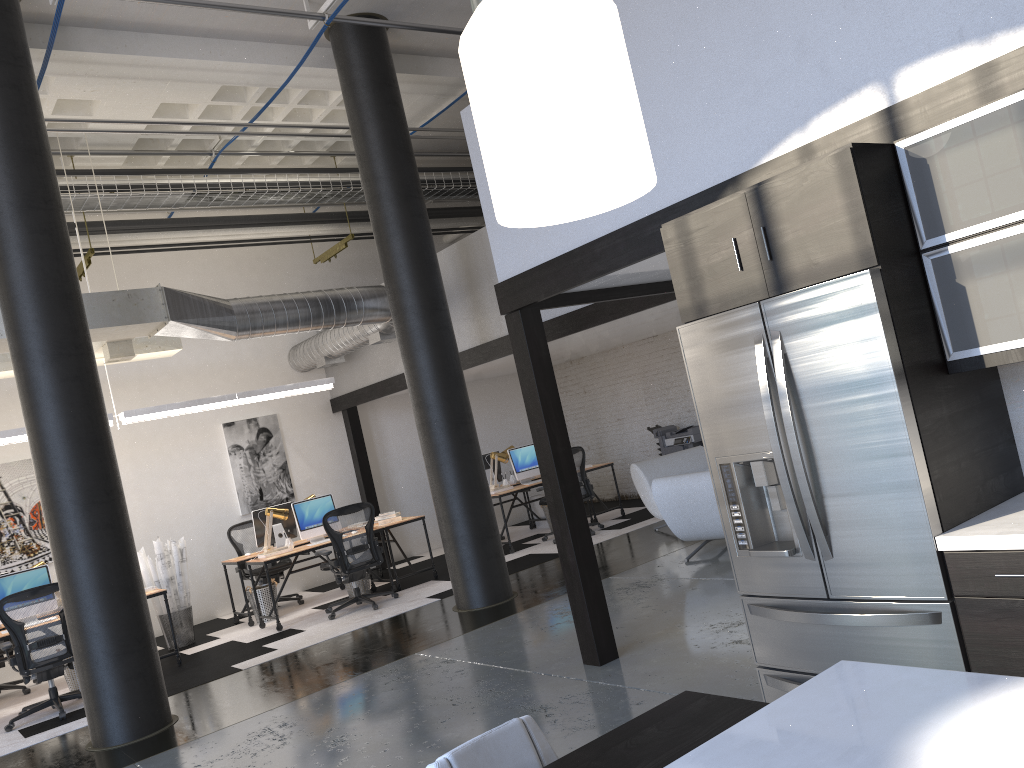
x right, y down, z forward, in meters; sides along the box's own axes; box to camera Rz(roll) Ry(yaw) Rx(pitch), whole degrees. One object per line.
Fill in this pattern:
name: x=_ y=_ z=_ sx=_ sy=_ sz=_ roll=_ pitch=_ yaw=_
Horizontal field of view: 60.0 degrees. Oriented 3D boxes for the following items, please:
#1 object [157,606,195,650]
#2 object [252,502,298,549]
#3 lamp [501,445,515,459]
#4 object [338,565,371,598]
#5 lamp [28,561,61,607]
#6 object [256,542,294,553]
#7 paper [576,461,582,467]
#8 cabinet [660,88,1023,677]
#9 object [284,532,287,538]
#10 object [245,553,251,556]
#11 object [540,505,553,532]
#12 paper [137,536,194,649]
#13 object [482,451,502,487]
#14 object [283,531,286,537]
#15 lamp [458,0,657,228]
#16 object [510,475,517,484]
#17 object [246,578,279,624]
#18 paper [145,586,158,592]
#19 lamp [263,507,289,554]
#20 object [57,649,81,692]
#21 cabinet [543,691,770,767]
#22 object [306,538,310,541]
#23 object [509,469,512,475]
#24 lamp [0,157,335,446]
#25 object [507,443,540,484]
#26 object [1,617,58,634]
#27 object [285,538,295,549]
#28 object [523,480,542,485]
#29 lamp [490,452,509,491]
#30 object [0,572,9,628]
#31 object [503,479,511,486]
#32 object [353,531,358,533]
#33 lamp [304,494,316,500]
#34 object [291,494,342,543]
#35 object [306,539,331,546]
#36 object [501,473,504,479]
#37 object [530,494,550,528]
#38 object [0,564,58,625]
object: x=-3.530 y=2.589 z=9.378 sx=0.353 sy=0.398 sz=0.353 roll=-13 pitch=-2 yaw=8
object: x=-2.665 y=1.622 z=10.032 sx=0.483 sy=0.485 sz=0.190 roll=-11 pitch=-2 yaw=-37
lamp: x=0.015 y=1.076 z=12.115 sx=0.344 sy=0.470 sz=0.128 roll=-11 pitch=-2 yaw=-37
object: x=-1.755 y=2.182 z=9.974 sx=0.358 sy=0.435 sz=0.354 roll=-11 pitch=-3 yaw=-40
lamp: x=-4.572 y=1.963 z=8.633 sx=0.344 sy=0.470 sz=0.128 roll=-11 pitch=-2 yaw=-37
object: x=-2.723 y=1.882 z=10.219 sx=0.438 sy=0.017 sz=0.119 roll=-11 pitch=-3 yaw=-37
paper: x=0.703 y=1.149 z=11.973 sx=0.083 sy=0.082 sz=1.133 roll=-14 pitch=-3 yaw=28
cabinet: x=0.902 y=0.271 z=0.953 sx=4.225 sy=2.314 sz=4.283 roll=-11 pitch=-3 yaw=-37
object: x=-2.437 y=1.693 z=9.610 sx=0.054 sy=0.207 sz=0.008 roll=-14 pitch=-2 yaw=40
object: x=-2.986 y=1.926 z=10.028 sx=0.059 sy=0.029 sz=0.106 roll=-11 pitch=-3 yaw=-36
object: x=0.586 y=1.727 z=11.685 sx=0.358 sy=0.435 sz=0.354 roll=-11 pitch=-3 yaw=-40
paper: x=-3.629 y=2.188 z=9.367 sx=0.413 sy=1.197 sz=0.440 roll=-14 pitch=-2 yaw=31
object: x=-0.325 y=1.166 z=11.742 sx=0.483 sy=0.485 sz=0.190 roll=-11 pitch=-2 yaw=-37
object: x=-2.434 y=1.692 z=9.598 sx=0.054 sy=0.207 sz=0.008 roll=-13 pitch=-2 yaw=18
lamp: x=-0.029 y=-0.415 z=0.554 sx=0.100 sy=0.623 sz=0.100 roll=-12 pitch=-2 yaw=-31
object: x=0.015 y=1.280 z=11.891 sx=0.101 sy=0.126 sz=0.101 roll=-13 pitch=-2 yaw=8
object: x=-2.733 y=2.396 z=9.782 sx=0.358 sy=0.435 sz=0.354 roll=-11 pitch=-3 yaw=-40
paper: x=-3.802 y=2.041 z=8.593 sx=0.567 sy=0.061 sz=0.627 roll=-11 pitch=-3 yaw=-39
lamp: x=-2.505 y=1.528 z=9.393 sx=0.344 sy=0.470 sz=0.126 roll=-11 pitch=-2 yaw=-37
object: x=-4.001 y=2.614 z=8.202 sx=0.358 sy=0.435 sz=0.354 roll=-11 pitch=-3 yaw=-40
cabinet: x=-0.169 y=1.219 z=0.618 sx=2.687 sy=0.910 sz=1.373 roll=-11 pitch=-3 yaw=-37
object: x=-2.326 y=1.735 z=10.181 sx=0.101 sy=0.126 sz=0.101 roll=-13 pitch=-2 yaw=8
object: x=-0.001 y=1.240 z=11.879 sx=0.008 sy=0.207 sz=0.054 roll=-14 pitch=-2 yaw=36
lamp: x=-5.293 y=-0.743 z=8.339 sx=7.291 sy=2.863 sz=0.226 roll=-11 pitch=-2 yaw=-37
object: x=0.187 y=1.039 z=11.476 sx=0.483 sy=0.485 sz=0.190 roll=-11 pitch=-2 yaw=-37
object: x=-4.240 y=2.120 z=7.794 sx=0.438 sy=0.017 sz=0.119 roll=-11 pitch=-3 yaw=-37
object: x=-2.414 y=1.730 z=9.606 sx=0.101 sy=0.126 sz=0.101 roll=-13 pitch=-2 yaw=8
object: x=0.347 y=1.233 z=11.276 sx=0.438 sy=0.017 sz=0.119 roll=-11 pitch=-3 yaw=-37
lamp: x=-0.164 y=1.073 z=11.104 sx=0.344 sy=0.470 sz=0.126 roll=-11 pitch=-2 yaw=-37
object: x=-4.912 y=2.053 z=8.260 sx=0.483 sy=0.485 sz=0.190 roll=-11 pitch=-2 yaw=-37
object: x=-0.073 y=1.275 z=11.317 sx=0.101 sy=0.126 sz=0.101 roll=-13 pitch=-2 yaw=8
object: x=-1.733 y=1.631 z=9.757 sx=0.059 sy=0.029 sz=0.106 roll=-11 pitch=-3 yaw=-36
lamp: x=-2.326 y=1.532 z=10.404 sx=0.344 sy=0.470 sz=0.128 roll=-11 pitch=-2 yaw=-37
object: x=-2.153 y=1.495 z=9.766 sx=0.483 sy=0.485 sz=0.190 roll=-11 pitch=-2 yaw=-37
object: x=-1.993 y=1.689 z=9.566 sx=0.438 sy=0.017 sz=0.119 roll=-11 pitch=-3 yaw=-37
object: x=-0.093 y=1.236 z=11.309 sx=0.054 sy=0.207 sz=0.008 roll=-13 pitch=-2 yaw=18
object: x=0.534 y=1.761 z=12.370 sx=0.220 sy=0.454 sz=0.545 roll=-11 pitch=-2 yaw=-37
object: x=-4.400 y=1.926 z=7.994 sx=0.483 sy=0.485 sz=0.190 roll=-11 pitch=-2 yaw=-37
